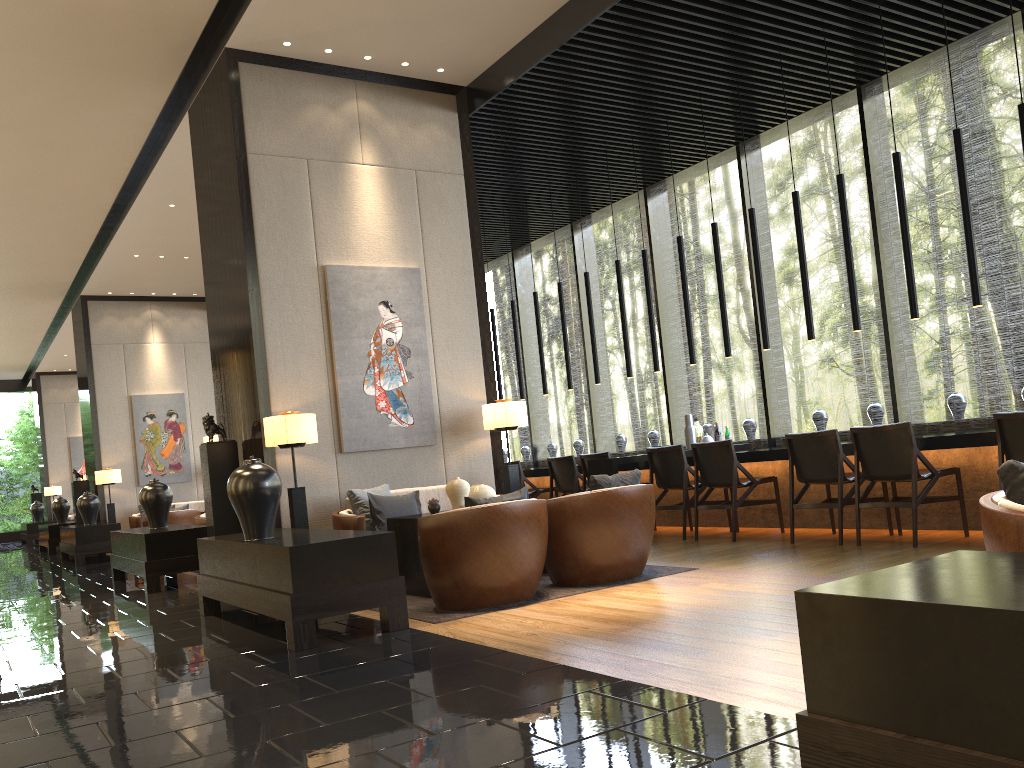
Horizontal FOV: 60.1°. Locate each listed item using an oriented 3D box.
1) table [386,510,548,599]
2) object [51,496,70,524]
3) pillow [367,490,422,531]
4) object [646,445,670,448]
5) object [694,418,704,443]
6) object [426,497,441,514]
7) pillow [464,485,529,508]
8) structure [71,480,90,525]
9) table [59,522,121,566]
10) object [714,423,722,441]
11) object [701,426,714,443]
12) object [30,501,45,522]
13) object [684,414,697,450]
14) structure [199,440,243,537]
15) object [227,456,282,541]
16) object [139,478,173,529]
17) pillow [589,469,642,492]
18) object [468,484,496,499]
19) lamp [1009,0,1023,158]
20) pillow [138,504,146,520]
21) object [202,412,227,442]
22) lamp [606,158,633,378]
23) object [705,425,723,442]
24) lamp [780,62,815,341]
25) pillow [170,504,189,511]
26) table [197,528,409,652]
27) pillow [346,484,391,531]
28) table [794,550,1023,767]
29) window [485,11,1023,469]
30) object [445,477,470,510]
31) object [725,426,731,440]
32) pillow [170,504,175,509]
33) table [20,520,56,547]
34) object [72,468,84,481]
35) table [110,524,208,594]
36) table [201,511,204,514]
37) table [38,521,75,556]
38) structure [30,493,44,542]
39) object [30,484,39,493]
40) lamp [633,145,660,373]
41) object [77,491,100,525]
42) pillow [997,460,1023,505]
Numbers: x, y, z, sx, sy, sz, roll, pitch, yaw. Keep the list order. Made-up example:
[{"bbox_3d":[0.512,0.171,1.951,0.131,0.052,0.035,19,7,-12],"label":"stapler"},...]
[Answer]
[{"bbox_3d":[-0.260,1.136,6.203,1.040,0.516,0.578,-3,-4,-33],"label":"table"},{"bbox_3d":[-8.223,2.291,16.146,0.311,0.492,0.312,-5,-3,-14],"label":"object"},{"bbox_3d":[-0.886,0.980,6.740,0.471,0.360,0.220,-3,-4,-36],"label":"pillow"},{"bbox_3d":[1.408,0.632,8.516,0.227,0.067,0.228,-3,-5,-30],"label":"object"},{"bbox_3d":[1.868,0.494,8.896,0.129,0.305,0.129,-8,-3,43],"label":"object"},{"bbox_3d":[-0.542,0.844,6.150,0.091,0.112,0.091,-7,-3,20],"label":"object"},{"bbox_3d":[-0.072,0.773,5.152,0.441,0.337,0.206,-4,-3,-26],"label":"pillow"},{"bbox_3d":[-7.077,2.203,14.613,0.239,1.216,0.241,-5,-2,-33],"label":"structure"},{"bbox_3d":[-6.135,2.304,12.879,0.619,0.512,1.969,-4,-5,-33],"label":"table"},{"bbox_3d":[2.049,0.503,8.815,0.066,0.237,0.067,-4,-2,-39],"label":"object"},{"bbox_3d":[1.921,0.518,8.727,0.136,0.217,0.135,-8,-3,44],"label":"object"},{"bbox_3d":[-10.990,2.947,20.509,0.311,0.492,0.312,-5,-3,-14],"label":"object"},{"bbox_3d":[1.765,0.475,8.779,0.113,0.344,0.113,-4,-2,-37],"label":"object"},{"bbox_3d":[-2.292,1.068,7.069,0.239,1.216,0.241,-5,-2,-33],"label":"structure"},{"bbox_3d":[-1.506,0.668,5.200,0.311,0.492,0.312,-5,-3,-14],"label":"object"},{"bbox_3d":[-3.484,1.167,8.674,0.312,0.492,0.311,-8,-3,38],"label":"object"},{"bbox_3d":[0.647,0.736,5.616,0.398,0.361,0.223,-4,-3,-32],"label":"pillow"},{"bbox_3d":[-0.235,0.802,6.310,0.245,0.167,0.246,-4,-4,-30],"label":"object"},{"bbox_3d":[3.396,-1.803,5.879,0.060,2.416,0.060,-5,-2,-28],"label":"lamp"},{"bbox_3d":[-5.794,2.107,14.288,0.201,0.399,0.432,-7,-4,35],"label":"pillow"},{"bbox_3d":[-2.384,0.348,7.081,0.176,0.245,0.116,-4,-3,-33],"label":"object"},{"bbox_3d":[1.132,-1.266,9.449,0.060,2.416,0.060,-5,-2,-38],"label":"lamp"},{"bbox_3d":[2.041,0.524,8.940,0.168,0.219,0.169,-4,-3,-37],"label":"object"},{"bbox_3d":[2.392,-1.565,7.462,0.060,2.416,0.060,-5,-2,-38],"label":"lamp"},{"bbox_3d":[-4.811,1.897,12.623,0.441,0.337,0.206,-4,-3,-26],"label":"pillow"},{"bbox_3d":[-1.350,1.169,5.335,0.619,0.512,1.969,-4,-5,-33],"label":"table"},{"bbox_3d":[-1.056,0.983,6.817,0.201,0.399,0.432,-7,-4,35],"label":"pillow"},{"bbox_3d":[1.344,0.530,1.087,0.619,0.512,1.969,-4,-5,-33],"label":"table"},{"bbox_3d":[-5.078,0.165,10.896,12.031,4.218,32.030,-3,-6,-33],"label":"window"},{"bbox_3d":[-0.374,0.765,6.158,0.171,0.235,0.171,-6,-3,2],"label":"object"},{"bbox_3d":[2.151,0.515,8.832,0.056,0.197,0.056,-5,-2,-31],"label":"object"},{"bbox_3d":[-5.625,2.103,14.211,0.471,0.360,0.220,-3,-4,-36],"label":"pillow"},{"bbox_3d":[-10.933,3.442,20.444,0.619,0.512,1.969,-4,-5,-33],"label":"table"},{"bbox_3d":[-7.175,1.497,14.629,0.161,0.217,0.102,-3,-3,-45],"label":"object"},{"bbox_3d":[-3.416,1.659,8.591,0.619,0.512,1.969,-4,-5,-33],"label":"table"},{"bbox_3d":[-5.056,2.273,13.765,1.040,0.516,0.578,-3,-4,-33],"label":"table"},{"bbox_3d":[-8.200,2.794,16.135,0.619,0.512,1.969,-4,-5,-33],"label":"table"},{"bbox_3d":[-11.875,3.340,22.177,0.239,1.216,0.241,-5,-2,-33],"label":"structure"},{"bbox_3d":[-11.964,2.620,22.184,0.176,0.245,0.116,-4,-3,-28],"label":"object"},{"bbox_3d":[1.362,-1.321,9.086,0.060,2.416,0.060,-5,-2,-38],"label":"lamp"},{"bbox_3d":[-6.166,1.803,12.902,0.311,0.492,0.312,-5,-3,-14],"label":"object"},{"bbox_3d":[1.542,0.373,2.456,0.398,0.361,0.223,-4,-3,-32],"label":"pillow"}]
